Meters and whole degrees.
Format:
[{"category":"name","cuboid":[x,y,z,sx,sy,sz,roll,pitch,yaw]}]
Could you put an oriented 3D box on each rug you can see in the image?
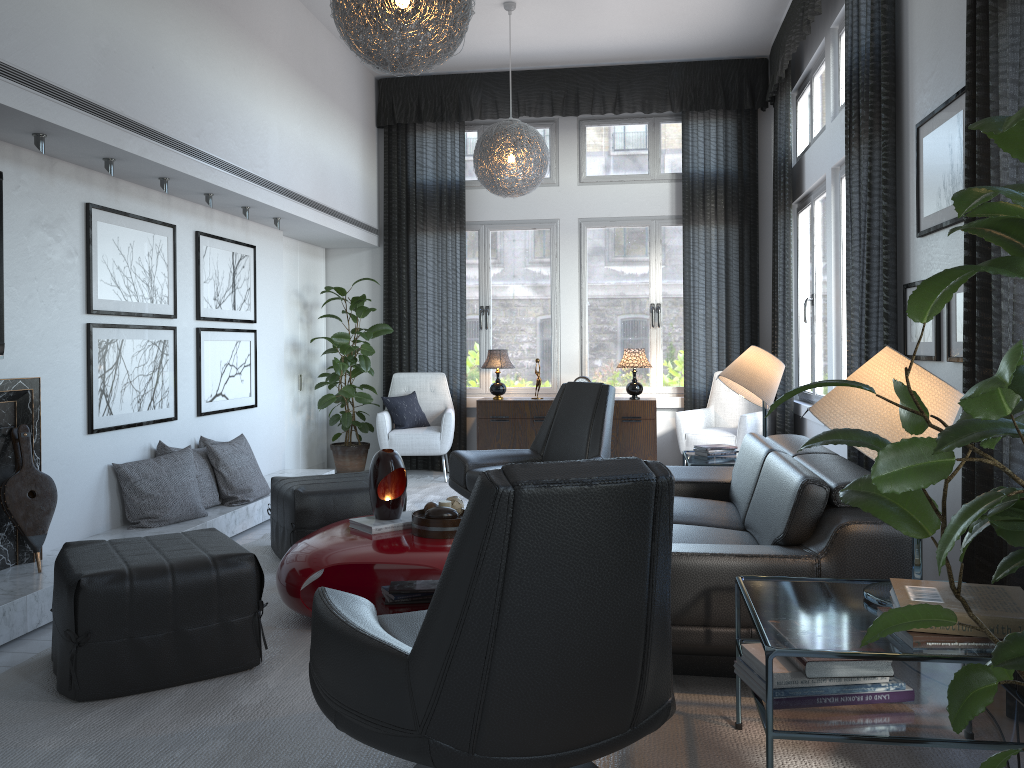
[{"category":"rug","cuboid":[-0.096,0.889,3.117,2.954,0.032,7.775,0,2,8]}]

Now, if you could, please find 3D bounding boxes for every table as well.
[{"category":"table","cuboid":[1.248,0.605,4.849,0.593,0.410,0.593,0,2,8]},{"category":"table","cuboid":[0.848,0.728,2.042,0.593,0.410,0.593,0,2,8]},{"category":"table","cuboid":[-0.399,0.725,3.579,0.942,0.300,0.940,0,2,8]}]

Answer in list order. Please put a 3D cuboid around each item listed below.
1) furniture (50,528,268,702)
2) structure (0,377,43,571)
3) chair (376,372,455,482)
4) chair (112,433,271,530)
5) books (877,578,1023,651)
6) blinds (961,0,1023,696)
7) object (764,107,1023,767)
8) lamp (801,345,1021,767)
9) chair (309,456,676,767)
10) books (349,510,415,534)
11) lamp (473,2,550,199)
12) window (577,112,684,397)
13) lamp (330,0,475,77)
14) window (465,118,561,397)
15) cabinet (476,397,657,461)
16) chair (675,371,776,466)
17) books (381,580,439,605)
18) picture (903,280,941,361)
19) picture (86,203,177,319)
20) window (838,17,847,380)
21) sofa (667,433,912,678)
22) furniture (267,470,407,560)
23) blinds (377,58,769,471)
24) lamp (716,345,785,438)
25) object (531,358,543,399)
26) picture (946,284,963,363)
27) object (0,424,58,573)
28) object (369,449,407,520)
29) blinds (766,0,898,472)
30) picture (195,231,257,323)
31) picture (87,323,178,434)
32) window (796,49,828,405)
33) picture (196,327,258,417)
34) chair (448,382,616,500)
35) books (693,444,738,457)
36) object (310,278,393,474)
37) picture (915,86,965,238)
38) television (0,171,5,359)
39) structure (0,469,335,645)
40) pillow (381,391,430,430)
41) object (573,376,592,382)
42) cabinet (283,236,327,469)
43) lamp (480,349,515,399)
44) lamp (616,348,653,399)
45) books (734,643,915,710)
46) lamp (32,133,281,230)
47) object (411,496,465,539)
[{"category":"furniture","cuboid":[-1.185,0.728,2.938,0.614,0.378,0.599,-2,2,-33]},{"category":"structure","cuboid":[-2.352,0.470,2.925,0.520,0.923,1.688,0,2,8]},{"category":"chair","cuboid":[-0.749,0.328,7.010,0.594,0.823,0.613,-1,1,-2]},{"category":"chair","cuboid":[-1.684,0.499,4.957,0.391,0.431,1.337,0,2,9]},{"category":"books","cuboid":[0.965,0.496,1.903,0.320,0.075,0.278,0,2,13]},{"category":"blinds","cuboid":[1.254,-0.683,1.365,0.189,3.276,3.214,0,1,8]},{"category":"object","cuboid":[0.750,0.299,1.209,0.784,1.331,0.535,0,1,18]},{"category":"lamp","cuboid":[1.177,0.398,2.469,0.474,1.015,1.168,0,1,34]},{"category":"chair","cuboid":[0.013,0.533,1.949,0.840,0.810,0.805,-1,1,-19]},{"category":"books","cuboid":[-0.479,0.561,3.605,0.306,0.030,0.201,-2,3,-37]},{"category":"lamp","cuboid":[-0.008,-1.886,5.897,0.512,1.306,0.515,0,0,3]},{"category":"window","cuboid":[1.173,-1.054,7.251,1.268,2.323,0.133,0,0,8]},{"category":"lamp","cuboid":[-0.394,-1.767,3.178,0.515,1.306,0.512,0,0,3]},{"category":"window","cuboid":[-0.231,-1.050,7.451,1.268,2.323,0.133,0,0,8]},{"category":"cabinet","cuboid":[0.440,0.424,7.048,1.399,0.612,0.386,0,1,8]},{"category":"chair","cuboid":[1.617,0.322,6.659,0.594,0.823,0.613,0,1,38]},{"category":"books","cuboid":[-0.389,0.841,3.596,0.272,0.054,0.204,-1,2,-16]},{"category":"picture","cuboid":[1.678,-0.260,3.635,0.020,0.326,0.428,0,2,8]},{"category":"picture","cuboid":[-1.934,-0.608,4.552,0.020,0.522,0.792,0,2,8]},{"category":"window","cuboid":[1.868,-0.950,4.671,0.133,2.322,1.269,0,1,8]},{"category":"sofa","cuboid":[0.807,0.561,3.431,0.936,0.616,1.906,0,2,8]},{"category":"furniture","cuboid":[-0.885,0.660,4.466,0.599,0.378,0.614,-1,2,-28]},{"category":"blinds","cuboid":[0.452,-0.925,7.221,3.212,3.277,0.189,0,0,8]},{"category":"lamp","cuboid":[1.438,0.318,4.298,0.475,1.015,1.168,-1,1,-18]},{"category":"object","cuboid":[0.200,-0.043,7.062,0.096,0.324,0.096,0,0,8]},{"category":"picture","cuboid":[1.602,-0.237,3.099,0.020,0.326,0.428,0,2,8]},{"category":"object","cuboid":[-1.940,0.455,3.560,0.175,0.580,0.196,-1,0,-11]},{"category":"object","cuboid":[-0.508,0.406,3.610,0.153,0.280,0.151,-1,1,-42]},{"category":"blinds","cuboid":[1.829,-0.860,5.403,0.189,3.276,3.214,0,1,8]},{"category":"picture","cuboid":[-1.788,-0.653,5.583,0.020,0.522,0.792,0,2,8]},{"category":"picture","cuboid":[-1.932,-0.042,4.554,0.020,0.522,0.792,0,2,8]},{"category":"window","cuboid":[2.069,-1.012,6.075,0.133,2.322,1.269,0,1,8]},{"category":"picture","cuboid":[-1.783,-0.087,5.584,0.020,0.522,0.792,0,2,8]},{"category":"chair","cuboid":[0.196,0.405,4.940,0.805,0.810,0.840,-2,2,-44]},{"category":"books","cuboid":[1.147,0.375,5.009,0.215,0.050,0.161,-1,2,-20]},{"category":"object","cuboid":[-1.279,-0.049,6.998,0.639,1.589,0.936,-1,1,-37]},{"category":"picture","cuboid":[1.635,-0.824,3.366,0.020,0.467,0.589,0,2,8]},{"category":"television","cuboid":[-2.121,-0.425,2.884,0.129,0.752,1.159,0,2,8]},{"category":"structure","cuboid":[-1.984,0.842,2.865,0.393,0.135,7.213,0,2,8]},{"category":"pillow","cuboid":[-0.836,0.210,7.019,0.252,0.295,0.357,0,2,35]},{"category":"object","cuboid":[0.559,0.028,6.996,0.406,0.180,0.181,0,1,8]},{"category":"cabinet","cuboid":[-1.769,-0.195,7.060,0.191,1.895,1.173,0,1,8]},{"category":"lamp","cuboid":[-0.113,-0.077,7.078,0.280,0.397,0.281,0,1,34]},{"category":"lamp","cuboid":[0.957,-0.080,6.925,0.280,0.397,0.281,0,1,34]},{"category":"books","cuboid":[0.703,0.631,1.989,0.322,0.116,0.279,-1,2,-7]},{"category":"lamp","cuboid":[-1.842,-0.959,3.747,0.053,0.081,4.257,0,2,8]},{"category":"object","cuboid":[-0.272,0.517,3.473,0.242,0.133,0.242,-2,3,-44]}]
